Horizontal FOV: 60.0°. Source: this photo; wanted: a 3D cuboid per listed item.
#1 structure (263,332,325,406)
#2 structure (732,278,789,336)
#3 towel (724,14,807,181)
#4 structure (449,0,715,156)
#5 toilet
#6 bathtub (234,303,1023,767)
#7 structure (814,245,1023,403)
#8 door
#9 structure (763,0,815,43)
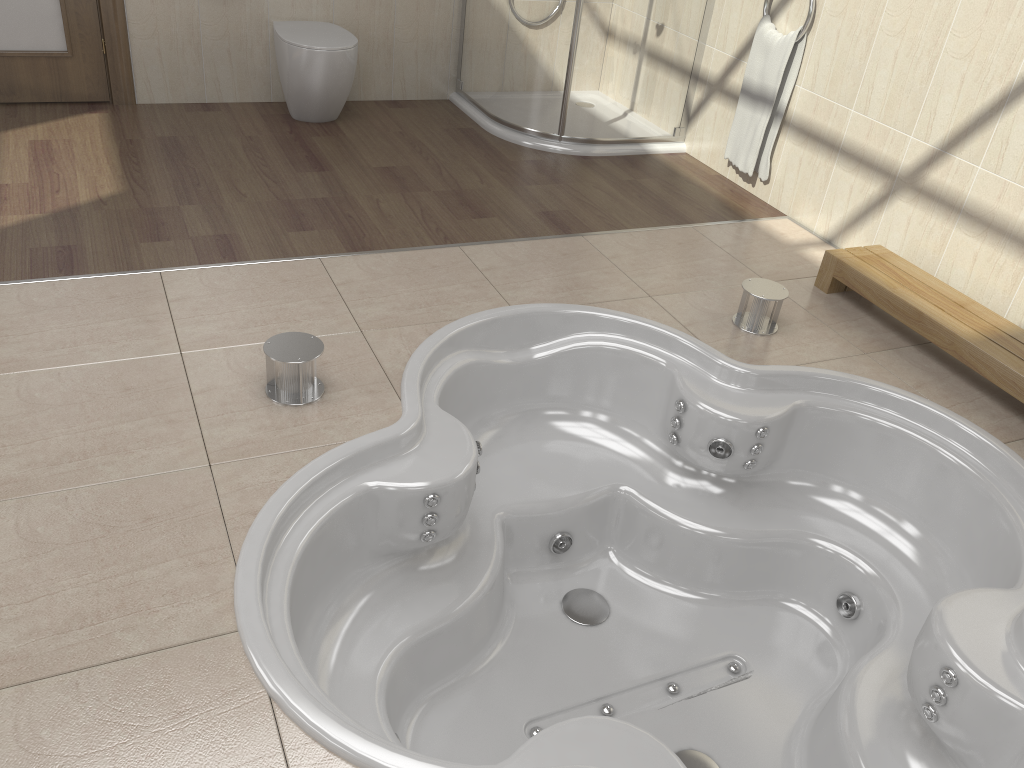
[{"bbox_3d":[-0.557,-0.039,2.272,0.150,0.131,0.150,23,36,22],"label":"structure"},{"bbox_3d":[0.803,-0.251,2.869,0.150,0.131,0.150,-16,40,-32],"label":"structure"},{"bbox_3d":[1.059,-1.200,3.737,0.083,0.635,0.280,-9,36,-23],"label":"towel"},{"bbox_3d":[0.366,-2.110,3.980,0.900,1.917,0.900,-9,36,-23],"label":"structure"},{"bbox_3d":[-0.900,-1.405,4.057,0.337,0.388,0.519,-9,36,-23],"label":"toilet"},{"bbox_3d":[0.386,0.576,2.226,1.754,0.674,1.751,17,34,14],"label":"bathtub"},{"bbox_3d":[1.479,-0.089,2.753,0.260,0.140,1.280,-9,36,-23],"label":"structure"},{"bbox_3d":[-2.101,-2.064,3.293,0.861,2.026,0.102,-11,37,-25],"label":"door"},{"bbox_3d":[1.118,-1.525,3.543,0.051,0.332,0.291,-9,36,-23],"label":"structure"}]
